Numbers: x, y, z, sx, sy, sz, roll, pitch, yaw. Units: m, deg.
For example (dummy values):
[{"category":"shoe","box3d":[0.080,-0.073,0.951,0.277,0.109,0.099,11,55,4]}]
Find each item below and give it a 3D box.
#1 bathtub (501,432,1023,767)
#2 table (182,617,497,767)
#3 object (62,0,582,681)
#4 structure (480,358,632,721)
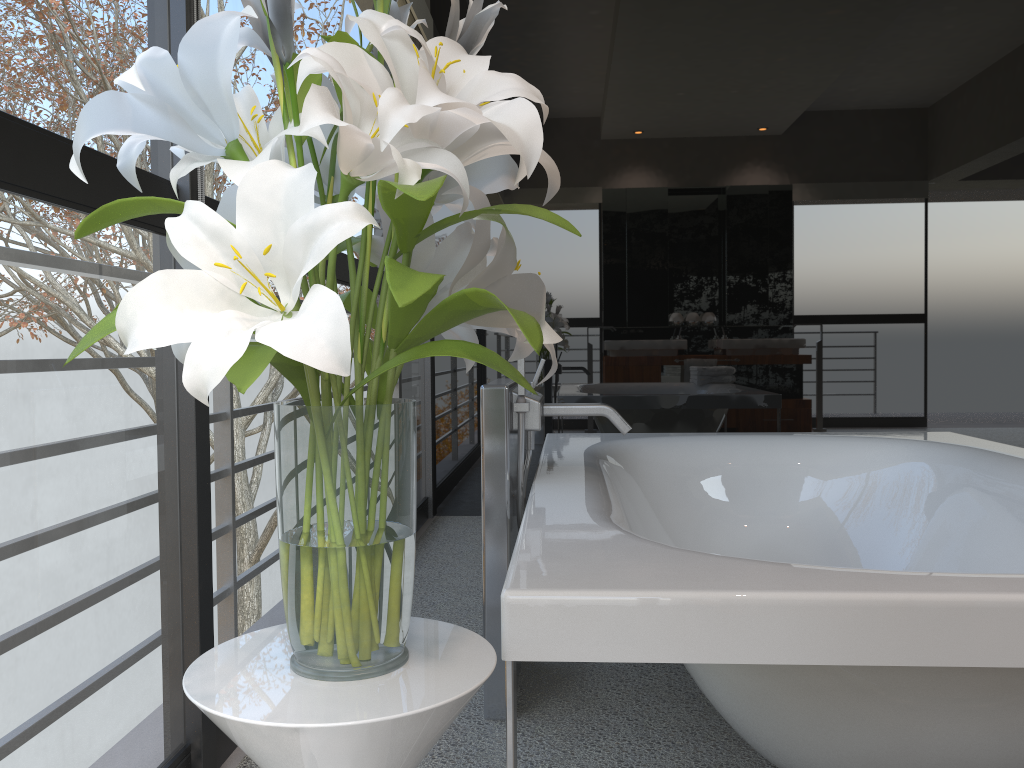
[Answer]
[{"category":"bathtub","box3d":[0.716,0.453,1.988,1.327,0.504,1.959,0,2,4]},{"category":"table","box3d":[-0.167,0.518,0.903,0.307,0.478,0.308,-1,2,-12]},{"category":"object","box3d":[-0.168,-0.118,0.871,0.460,0.795,0.450,1,2,31]},{"category":"structure","box3d":[0.113,0.270,2.067,0.330,0.884,0.402,0,2,4]}]
